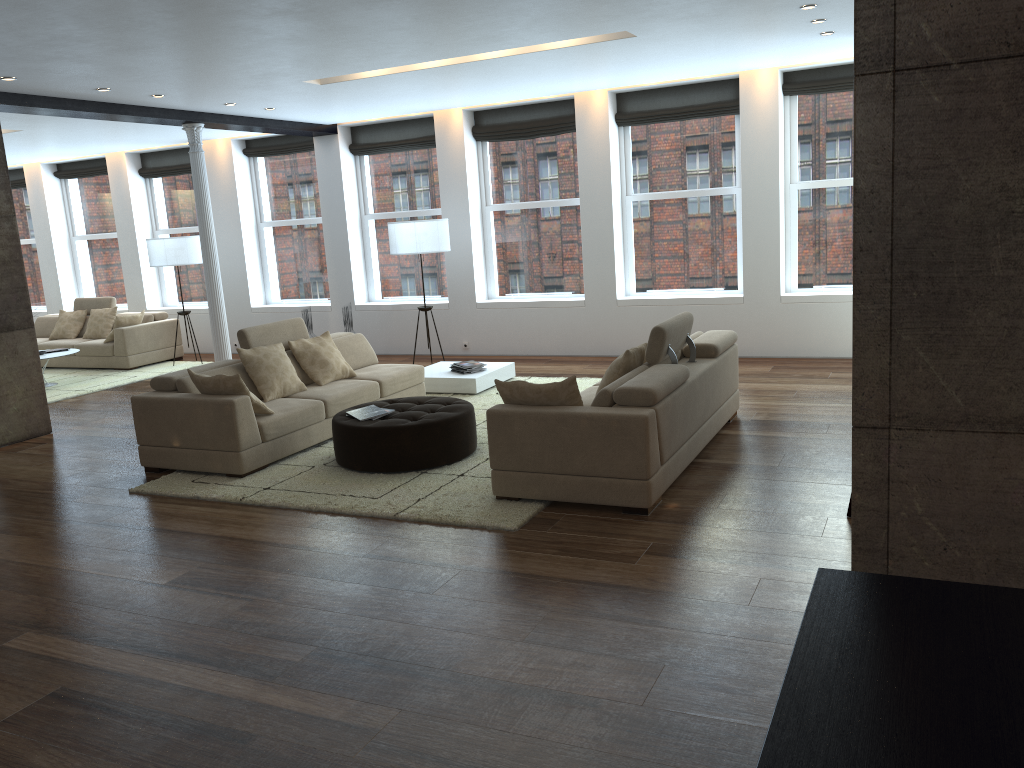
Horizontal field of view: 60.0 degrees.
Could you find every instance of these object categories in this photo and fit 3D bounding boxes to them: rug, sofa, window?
[{"bbox_3d":[-6.619,-0.041,11.732,4.231,0.020,2.972,1,12,25],"label":"rug"},{"bbox_3d":[-6.096,-0.745,12.756,2.581,0.950,1.018,1,12,25],"label":"sofa"},{"bbox_3d":[-0.428,0.361,7.408,2.972,0.020,4.231,1,12,25],"label":"rug"},{"bbox_3d":[1.941,-2.134,10.079,1.443,2.400,0.123,1,12,25],"label":"window"},{"bbox_3d":[-1.828,-0.036,7.505,1.021,0.950,2.581,1,12,25],"label":"sofa"},{"bbox_3d":[-3.018,-2.245,12.433,1.391,2.400,0.123,1,12,25],"label":"window"},{"bbox_3d":[0.833,0.023,6.241,1.021,0.950,2.581,1,12,25],"label":"sofa"},{"bbox_3d":[0.277,-2.171,10.869,1.442,2.400,0.123,1,12,25],"label":"window"},{"bbox_3d":[-1.382,-2.208,11.656,1.432,2.400,0.123,1,12,25],"label":"window"},{"bbox_3d":[3.659,-2.095,9.263,1.563,2.400,0.123,1,12,25],"label":"window"},{"bbox_3d":[-4.886,-2.287,13.319,1.345,2.400,0.123,1,12,25],"label":"window"},{"bbox_3d":[-6.507,-2.323,14.089,1.444,2.400,0.123,1,12,25],"label":"window"},{"bbox_3d":[-11.053,-3.103,23.067,13.698,17.917,34.761,1,12,25],"label":"window"}]

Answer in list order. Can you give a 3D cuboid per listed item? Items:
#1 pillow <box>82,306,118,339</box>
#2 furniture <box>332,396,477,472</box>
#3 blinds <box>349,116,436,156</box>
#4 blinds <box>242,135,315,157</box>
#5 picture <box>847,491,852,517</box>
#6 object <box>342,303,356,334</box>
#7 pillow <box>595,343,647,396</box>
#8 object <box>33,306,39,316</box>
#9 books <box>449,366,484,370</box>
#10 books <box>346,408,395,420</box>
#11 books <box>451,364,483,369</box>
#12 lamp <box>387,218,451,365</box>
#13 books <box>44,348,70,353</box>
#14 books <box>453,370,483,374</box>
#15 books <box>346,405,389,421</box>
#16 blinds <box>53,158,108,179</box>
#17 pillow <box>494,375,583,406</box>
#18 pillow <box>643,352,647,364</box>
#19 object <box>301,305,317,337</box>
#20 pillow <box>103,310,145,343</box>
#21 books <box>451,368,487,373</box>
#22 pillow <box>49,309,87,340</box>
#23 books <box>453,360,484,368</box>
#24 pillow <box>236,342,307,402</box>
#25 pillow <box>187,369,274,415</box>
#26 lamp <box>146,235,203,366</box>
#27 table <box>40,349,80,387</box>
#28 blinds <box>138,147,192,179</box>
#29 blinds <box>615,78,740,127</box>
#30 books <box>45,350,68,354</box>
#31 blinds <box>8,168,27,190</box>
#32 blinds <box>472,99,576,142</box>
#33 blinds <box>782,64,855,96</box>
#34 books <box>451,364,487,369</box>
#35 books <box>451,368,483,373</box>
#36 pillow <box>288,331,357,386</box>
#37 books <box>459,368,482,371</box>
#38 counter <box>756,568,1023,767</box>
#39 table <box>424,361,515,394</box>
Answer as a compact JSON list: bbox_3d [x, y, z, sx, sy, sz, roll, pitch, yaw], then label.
[{"bbox_3d":[-5.869,-0.870,12.633,0.534,0.439,0.301,0,12,22],"label":"pillow"},{"bbox_3d":[-0.793,0.352,6.584,1.057,0.355,1.057,2,12,27],"label":"furniture"},{"bbox_3d":[-1.482,-3.187,11.398,1.431,0.395,0.183,1,12,25],"label":"blinds"},{"bbox_3d":[-3.116,-3.286,12.178,1.396,0.275,0.156,1,12,25],"label":"blinds"},{"bbox_3d":[2.007,0.166,4.956,0.195,0.988,0.700,1,12,25],"label":"picture"},{"bbox_3d":[-2.073,-0.654,11.295,0.458,0.781,0.458,1,12,25],"label":"object"},{"bbox_3d":[0.729,-0.053,5.986,0.301,0.439,0.534,0,12,22],"label":"pillow"},{"bbox_3d":[-7.826,-0.790,13.336,1.125,1.014,1.119,-2,11,12],"label":"object"},{"bbox_3d":[-0.463,-0.173,9.032,0.220,0.010,0.300,-13,14,-38],"label":"books"},{"bbox_3d":[-1.030,0.213,6.449,0.300,0.031,0.219,5,14,40],"label":"books"},{"bbox_3d":[-0.464,-0.192,9.028,0.220,0.010,0.300,-10,12,-29],"label":"books"},{"bbox_3d":[-1.024,-1.031,10.345,0.698,1.728,0.698,-13,14,-40],"label":"lamp"},{"bbox_3d":[-5.796,-0.427,11.235,0.220,0.010,0.300,5,14,40],"label":"books"},{"bbox_3d":[-0.460,-0.135,9.039,0.220,0.010,0.300,-10,12,-29],"label":"books"},{"bbox_3d":[-1.053,0.209,6.435,0.220,0.040,0.301,-10,12,-29],"label":"books"},{"bbox_3d":[-6.603,-3.364,13.833,1.442,0.275,0.156,1,12,25],"label":"blinds"},{"bbox_3d":[0.193,0.113,5.420,0.518,0.393,0.395,1,12,22],"label":"pillow"},{"bbox_3d":[0.983,-0.166,6.546,0.368,0.416,0.519,0,12,21],"label":"pillow"},{"bbox_3d":[-2.587,-0.621,11.303,0.458,0.781,0.458,1,12,25],"label":"object"},{"bbox_3d":[-5.282,-0.786,12.101,0.395,0.393,0.518,1,12,22],"label":"pillow"},{"bbox_3d":[-0.439,-0.148,9.049,0.220,0.010,0.300,-14,15,-43],"label":"books"},{"bbox_3d":[-6.438,-0.869,12.892,0.519,0.416,0.368,0,12,21],"label":"pillow"},{"bbox_3d":[-0.443,-0.205,9.038,0.220,0.010,0.300,-9,12,-24],"label":"books"},{"bbox_3d":[-1.957,-0.113,7.262,0.301,0.439,0.534,2,12,29],"label":"pillow"},{"bbox_3d":[-2.063,0.063,6.491,0.518,0.393,0.395,2,12,29],"label":"pillow"},{"bbox_3d":[-4.446,-1.108,11.969,0.698,1.728,0.698,-13,14,-40],"label":"lamp"},{"bbox_3d":[-5.899,-0.163,11.015,1.022,0.393,1.022,-8,11,-19],"label":"table"},{"bbox_3d":[-4.980,-3.269,13.075,1.342,0.393,0.156,1,12,25],"label":"blinds"},{"bbox_3d":[1.848,-3.116,9.834,1.442,0.393,0.156,1,12,25],"label":"blinds"},{"bbox_3d":[-5.783,-0.415,11.215,0.300,0.010,0.220,-10,12,-29],"label":"books"},{"bbox_3d":[-8.241,-3.375,14.616,1.377,0.327,0.156,1,12,25],"label":"blinds"},{"bbox_3d":[0.185,-3.147,10.625,1.439,0.424,0.156,1,12,25],"label":"blinds"},{"bbox_3d":[3.563,-3.131,9.008,1.563,0.275,0.156,1,12,25],"label":"blinds"},{"bbox_3d":[-0.441,-0.186,9.042,0.300,0.010,0.220,5,14,40],"label":"books"},{"bbox_3d":[-0.461,-0.154,9.035,0.220,0.010,0.300,-10,12,-29],"label":"books"},{"bbox_3d":[-1.680,-0.226,7.810,0.368,0.416,0.519,2,12,30],"label":"pillow"},{"bbox_3d":[-0.440,-0.167,9.046,0.220,0.010,0.300,-7,11,-14],"label":"books"},{"bbox_3d":[0.320,0.784,0.040,1.000,0.040,3.700,1,12,25],"label":"counter"},{"bbox_3d":[-0.563,-0.068,9.207,0.900,0.170,0.900,1,12,25],"label":"table"}]
